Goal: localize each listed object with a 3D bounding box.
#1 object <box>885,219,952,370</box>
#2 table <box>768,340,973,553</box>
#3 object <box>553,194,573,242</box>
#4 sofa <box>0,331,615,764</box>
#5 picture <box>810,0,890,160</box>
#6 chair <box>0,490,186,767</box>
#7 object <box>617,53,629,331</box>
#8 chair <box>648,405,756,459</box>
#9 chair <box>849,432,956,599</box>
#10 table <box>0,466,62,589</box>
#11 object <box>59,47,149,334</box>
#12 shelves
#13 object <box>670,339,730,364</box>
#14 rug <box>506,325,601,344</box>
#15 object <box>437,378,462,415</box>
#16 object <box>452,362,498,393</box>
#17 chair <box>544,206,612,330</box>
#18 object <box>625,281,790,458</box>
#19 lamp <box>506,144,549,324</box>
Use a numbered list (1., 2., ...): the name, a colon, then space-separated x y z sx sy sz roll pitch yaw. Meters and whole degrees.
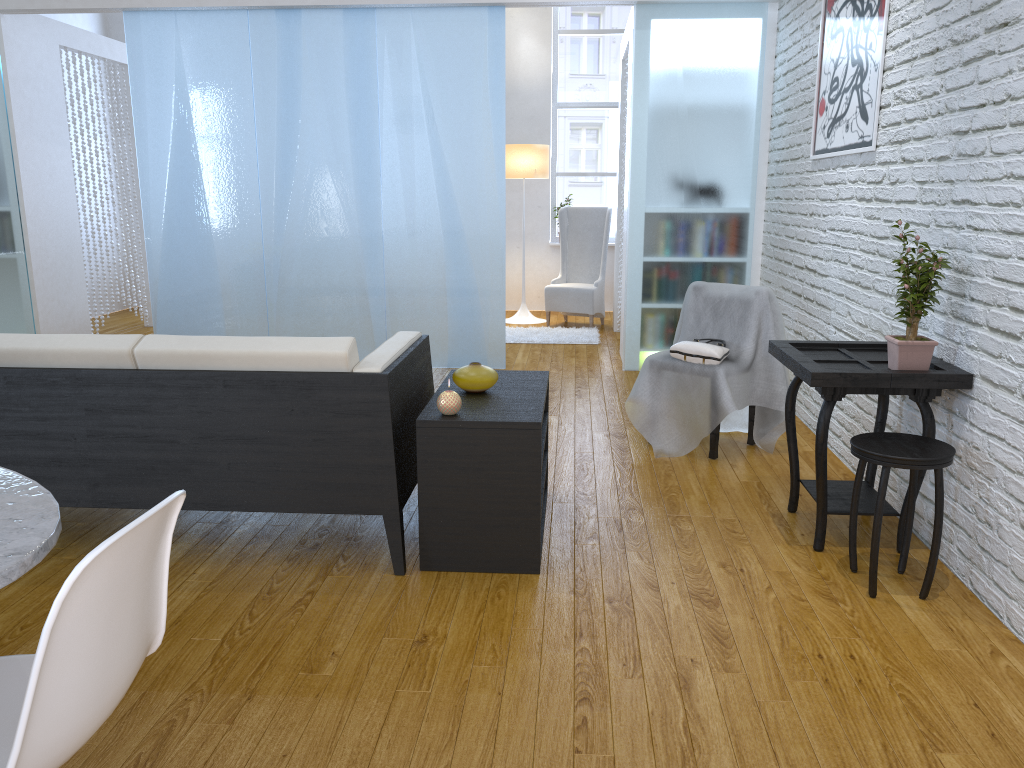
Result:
1. object: 1.166 -0.253 2.566 0.175 0.440 0.236 7 15 28
2. table: 1.077 0.194 2.808 0.440 0.582 0.559 1 13 4
3. object: 0.485 -1.509 8.081 0.236 0.440 0.174 7 15 28
4. sofa: -1.312 -0.018 3.594 5.336 0.684 9.655 1 12 4
5. picture: 1.380 -1.339 3.650 0.010 0.775 0.914 1 13 4
6. chair: -0.632 0.317 1.110 0.419 0.354 0.403 1 13 6
7. object: 0.820 -1.311 6.323 0.051 2.030 0.916 1 14 4
8. chair: 0.831 -0.064 3.794 0.339 0.668 0.346 -13 19 -43
9. chair: 1.049 0.362 2.434 0.262 0.411 0.260 -3 14 -14
10. table: -1.557 0.508 1.230 1.910 0.627 1.063 1 13 3
11. object: -3.002 -1.370 6.582 0.051 2.030 0.916 1 14 4
12. shelves: -0.068 0.247 2.857 0.349 0.454 0.725 1 13 4
13. object: 0.809 -0.139 3.688 0.232 0.085 0.223 10 16 39
14. rug: 0.142 -0.391 6.805 1.095 0.047 0.751 1 12 4
15. object: -0.179 0.034 2.518 0.071 0.105 0.071 8 15 30
16. object: -0.116 -0.022 2.811 0.146 0.091 0.146 -12 17 -43
17. chair: 0.543 -0.958 7.258 0.471 0.968 0.376 7 15 28
18. object: 0.838 -0.072 3.784 0.643 0.692 0.633 12 17 41
19. lamp: 0.100 -1.253 7.461 0.412 1.461 0.410 6 15 22
